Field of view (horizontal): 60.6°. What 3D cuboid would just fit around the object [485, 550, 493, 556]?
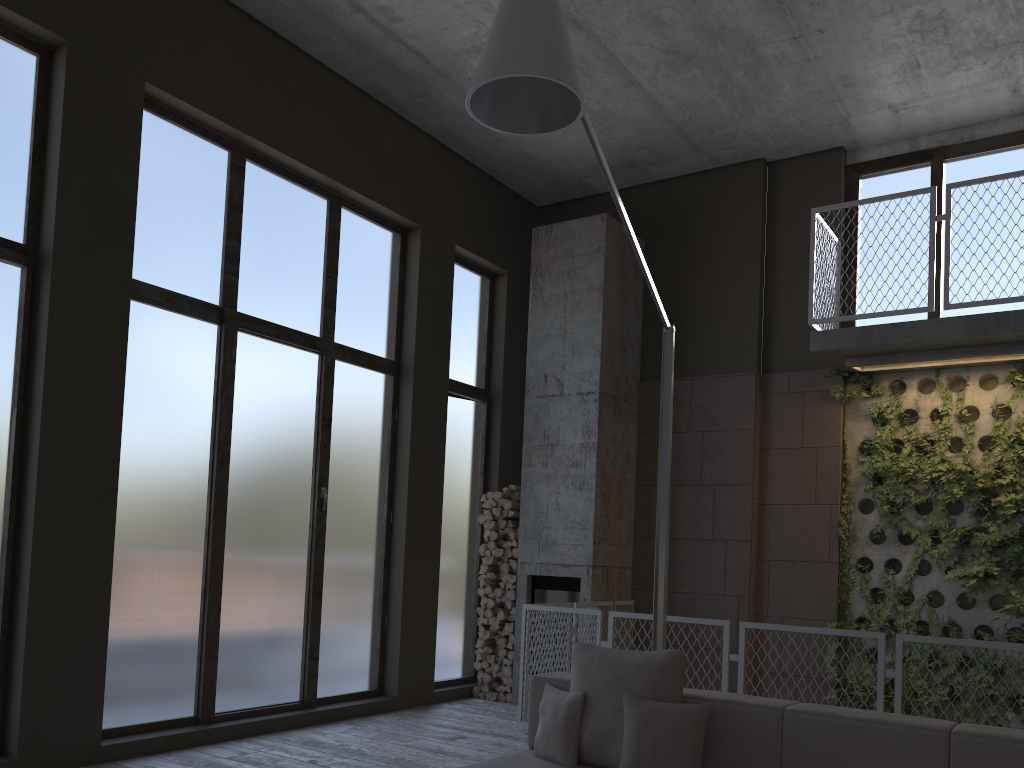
[{"bbox_3d":[-0.124,1.678,8.670,0.067,0.066,0.429,-2,-12,33],"label":"object"}]

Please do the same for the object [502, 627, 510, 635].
[{"bbox_3d":[0.071,2.377,8.504,0.091,0.088,0.462,-2,-12,33],"label":"object"}]

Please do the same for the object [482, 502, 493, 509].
[{"bbox_3d":[-0.142,1.216,8.698,0.122,0.067,0.369,-4,-13,34],"label":"object"}]

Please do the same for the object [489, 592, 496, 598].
[{"bbox_3d":[-0.103,2.066,8.580,0.089,0.056,0.337,-3,-12,33],"label":"object"}]

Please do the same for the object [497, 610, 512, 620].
[{"bbox_3d":[0.023,2.235,8.501,0.091,0.088,0.462,-2,-12,34],"label":"object"}]

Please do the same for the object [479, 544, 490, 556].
[{"bbox_3d":[-0.196,1.648,8.677,0.064,0.123,0.369,0,-10,32],"label":"object"}]

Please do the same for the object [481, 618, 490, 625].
[{"bbox_3d":[-0.153,2.328,8.639,0.067,0.066,0.429,-2,-12,33],"label":"object"}]

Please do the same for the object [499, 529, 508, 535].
[{"bbox_3d":[-0.011,1.455,8.596,0.064,0.073,0.365,-1,-11,32],"label":"object"}]

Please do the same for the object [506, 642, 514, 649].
[{"bbox_3d":[0.089,2.510,8.464,0.071,0.071,0.429,-2,-12,33],"label":"object"}]

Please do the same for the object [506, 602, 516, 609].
[{"bbox_3d":[0.076,2.148,8.492,0.067,0.084,0.431,-1,-11,31],"label":"object"}]

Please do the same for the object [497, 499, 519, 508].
[{"bbox_3d":[-0.001,1.174,8.546,0.104,0.083,0.368,-3,-12,33],"label":"object"}]

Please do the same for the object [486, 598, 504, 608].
[{"bbox_3d":[-0.128,2.135,8.554,0.098,0.105,0.298,-2,-11,35],"label":"object"}]

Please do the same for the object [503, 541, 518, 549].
[{"bbox_3d":[0.077,1.586,8.567,0.115,0.078,0.442,-3,-12,33],"label":"object"}]

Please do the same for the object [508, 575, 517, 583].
[{"bbox_3d":[0.131,1.888,8.478,0.093,0.082,0.487,-2,-12,33],"label":"object"}]

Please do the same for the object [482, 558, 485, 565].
[{"bbox_3d":[-0.152,1.750,8.632,0.067,0.066,0.429,-2,-12,33],"label":"object"}]

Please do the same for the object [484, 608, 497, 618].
[{"bbox_3d":[-0.109,2.249,8.624,0.092,0.092,0.444,-2,-12,33],"label":"object"}]

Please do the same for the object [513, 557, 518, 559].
[{"bbox_3d":[0.134,1.639,8.468,0.101,0.101,0.297,-2,-11,35],"label":"object"}]

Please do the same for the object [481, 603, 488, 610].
[{"bbox_3d":[-0.215,2.172,8.562,0.045,0.072,0.255,-1,-11,33],"label":"object"}]

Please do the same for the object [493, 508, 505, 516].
[{"bbox_3d":[-0.017,1.269,8.591,0.094,0.082,0.487,-2,-12,33],"label":"object"}]

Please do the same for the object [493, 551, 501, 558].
[{"bbox_3d":[-0.018,1.662,8.575,0.115,0.078,0.442,-3,-12,33],"label":"object"}]

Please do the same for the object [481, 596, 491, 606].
[{"bbox_3d":[-0.181,2.141,8.644,0.101,0.101,0.297,-2,-11,35],"label":"object"}]

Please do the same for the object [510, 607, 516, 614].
[{"bbox_3d":[0.121,2.175,8.460,0.067,0.084,0.431,-1,-11,31],"label":"object"}]

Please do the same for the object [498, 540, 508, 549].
[{"bbox_3d":[-0.001,1.583,8.634,0.101,0.085,0.368,-2,-12,33],"label":"object"}]

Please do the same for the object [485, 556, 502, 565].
[{"bbox_3d":[-0.090,1.734,8.588,0.093,0.082,0.487,-2,-12,33],"label":"object"}]

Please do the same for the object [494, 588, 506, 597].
[{"bbox_3d":[-0.010,2.032,8.543,0.091,0.088,0.462,-2,-12,32],"label":"object"}]

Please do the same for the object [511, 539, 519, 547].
[{"bbox_3d":[0.132,1.552,8.510,0.071,0.071,0.429,-2,-12,33],"label":"object"}]

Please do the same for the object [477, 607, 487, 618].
[{"bbox_3d":[-0.208,2.253,8.638,0.089,0.107,0.370,-1,-11,33],"label":"object"}]

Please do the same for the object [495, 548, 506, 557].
[{"bbox_3d":[0.006,1.658,8.581,0.093,0.082,0.487,-2,-12,33],"label":"object"}]

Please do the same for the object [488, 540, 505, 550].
[{"bbox_3d":[-0.080,1.599,8.655,0.092,0.092,0.444,-2,-12,33],"label":"object"}]

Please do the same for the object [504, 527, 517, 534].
[{"bbox_3d":[0.072,1.434,8.537,0.122,0.067,0.369,-4,-13,34],"label":"object"}]

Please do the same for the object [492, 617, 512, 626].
[{"bbox_3d":[-0.024,2.308,8.550,0.093,0.082,0.487,-2,-12,33],"label":"object"}]

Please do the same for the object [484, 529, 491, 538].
[{"bbox_3d":[-0.152,1.491,8.675,0.101,0.101,0.297,-2,-11,35],"label":"object"}]

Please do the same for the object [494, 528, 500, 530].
[{"bbox_3d":[-0.073,1.416,8.611,0.089,0.056,0.337,-3,-12,33],"label":"object"}]

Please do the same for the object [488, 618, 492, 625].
[{"bbox_3d":[-0.086,2.324,8.594,0.067,0.066,0.429,-2,-12,33],"label":"object"}]

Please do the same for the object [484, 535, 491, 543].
[{"bbox_3d":[-0.186,1.522,8.593,0.045,0.072,0.255,-1,-11,33],"label":"object"}]

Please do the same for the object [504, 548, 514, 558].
[{"bbox_3d":[0.086,1.655,8.550,0.091,0.088,0.462,-2,-12,33],"label":"object"}]

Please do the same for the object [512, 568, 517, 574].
[{"bbox_3d":[0.125,1.813,8.530,0.101,0.085,0.368,-2,-12,33],"label":"object"}]

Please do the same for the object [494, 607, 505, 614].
[{"bbox_3d":[-0.030,2.233,8.602,0.101,0.085,0.368,-2,-12,33],"label":"object"}]

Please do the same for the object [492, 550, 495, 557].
[{"bbox_3d":[-0.056,1.674,8.625,0.067,0.066,0.429,-2,-12,33],"label":"object"}]

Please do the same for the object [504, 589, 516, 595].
[{"bbox_3d":[0.065,2.023,8.529,0.067,0.070,0.429,-2,-12,33],"label":"object"}]

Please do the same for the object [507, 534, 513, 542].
[{"bbox_3d":[0.069,1.528,8.632,0.104,0.101,0.296,-2,-11,33],"label":"object"}]

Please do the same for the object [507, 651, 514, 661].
[{"bbox_3d":[0.113,2.604,8.452,0.092,0.091,0.444,-2,-12,33],"label":"object"}]

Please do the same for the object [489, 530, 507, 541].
[{"bbox_3d":[-0.098,1.485,8.585,0.098,0.105,0.298,-2,-11,35],"label":"object"}]

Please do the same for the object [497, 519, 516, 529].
[{"bbox_3d":[0.019,1.383,8.574,0.091,0.088,0.462,-2,-12,32],"label":"object"}]

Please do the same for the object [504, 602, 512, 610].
[{"bbox_3d":[0.040,2.177,8.601,0.104,0.101,0.296,-2,-11,33],"label":"object"}]

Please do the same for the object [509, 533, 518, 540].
[{"bbox_3d":[0.105,1.499,8.524,0.067,0.084,0.431,-1,-11,31],"label":"object"}]

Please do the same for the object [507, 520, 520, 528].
[{"bbox_3d":[0.094,1.373,8.560,0.067,0.070,0.429,-2,-12,33],"label":"object"}]

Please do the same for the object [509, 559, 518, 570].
[{"bbox_3d":[0.107,1.752,8.463,0.089,0.107,0.370,-1,-11,33],"label":"object"}]
